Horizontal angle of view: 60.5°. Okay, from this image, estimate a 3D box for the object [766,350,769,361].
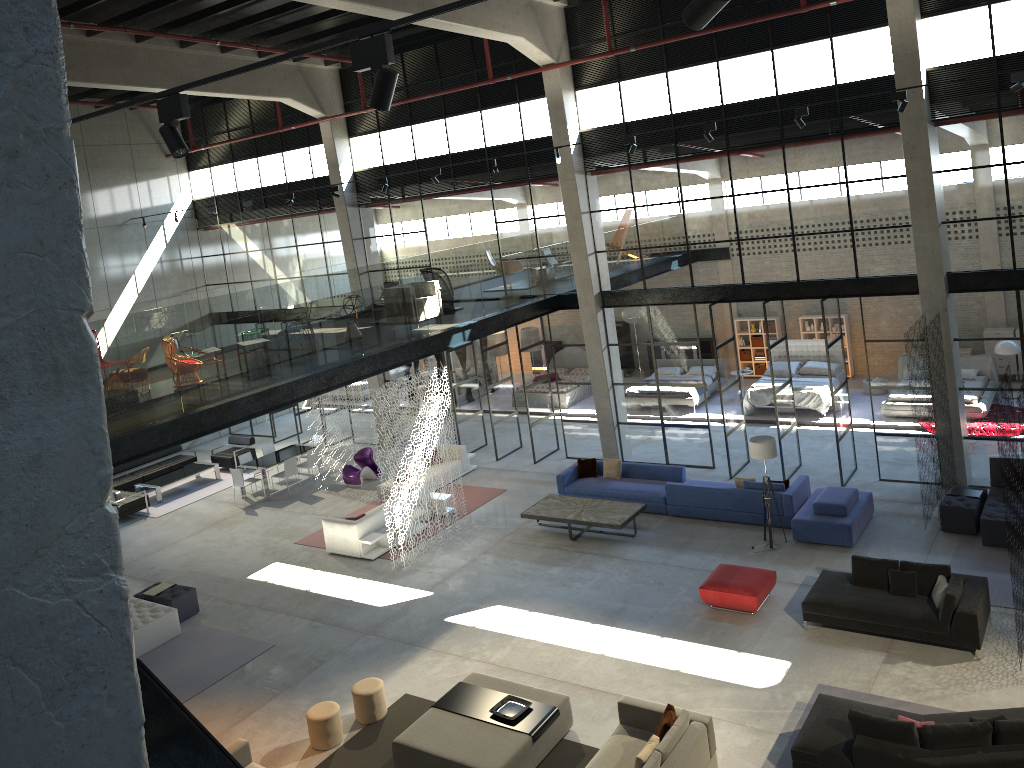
[{"bbox_3d":[7.493,-0.835,25.081,0.322,0.294,0.330,-2,10,35],"label":"object"}]

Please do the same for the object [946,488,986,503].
[{"bbox_3d":[7.331,1.798,14.181,0.517,0.098,0.306,2,15,40],"label":"object"}]

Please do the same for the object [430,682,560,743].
[{"bbox_3d":[-0.213,3.746,10.093,1.468,0.086,0.547,1,15,35],"label":"object"}]

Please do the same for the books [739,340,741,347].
[{"bbox_3d":[6.678,-1.197,25.600,0.017,0.195,0.146,-5,7,35],"label":"books"}]

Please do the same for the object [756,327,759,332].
[{"bbox_3d":[7.078,-1.574,25.334,0.185,0.130,0.188,-8,9,-1],"label":"object"}]

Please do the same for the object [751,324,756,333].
[{"bbox_3d":[6.939,-1.594,25.238,0.153,0.245,0.157,-5,7,27],"label":"object"}]

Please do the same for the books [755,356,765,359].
[{"bbox_3d":[7.194,-0.782,25.339,0.281,0.054,0.235,1,14,35],"label":"books"}]

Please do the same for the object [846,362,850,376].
[{"bbox_3d":[9.103,-0.414,24.040,0.322,0.294,0.330,-2,10,35],"label":"object"}]

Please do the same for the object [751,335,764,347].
[{"bbox_3d":[7.121,-1.241,25.276,0.322,0.294,0.330,-2,10,35],"label":"object"}]

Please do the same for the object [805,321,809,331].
[{"bbox_3d":[8.231,-1.619,24.490,0.095,0.259,0.095,-8,5,-4],"label":"object"}]

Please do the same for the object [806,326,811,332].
[{"bbox_3d":[8.229,-1.535,24.360,0.112,0.155,0.109,-14,9,-43],"label":"object"}]

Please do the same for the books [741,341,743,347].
[{"bbox_3d":[6.717,-1.228,25.567,0.033,0.259,0.178,-5,7,35],"label":"books"}]

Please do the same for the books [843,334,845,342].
[{"bbox_3d":[9.057,-1.211,23.926,0.027,0.285,0.258,-5,8,35],"label":"books"}]

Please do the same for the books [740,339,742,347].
[{"bbox_3d":[6.705,-1.207,25.580,0.030,0.213,0.179,-5,8,35],"label":"books"}]

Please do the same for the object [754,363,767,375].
[{"bbox_3d":[7.227,-0.434,25.336,0.322,0.294,0.330,-2,10,35],"label":"object"}]

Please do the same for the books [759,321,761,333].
[{"bbox_3d":[7.163,-1.654,25.219,0.087,0.316,0.257,-5,8,35],"label":"books"}]

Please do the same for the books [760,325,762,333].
[{"bbox_3d":[7.190,-1.654,25.200,0.087,0.316,0.257,-5,8,35],"label":"books"}]

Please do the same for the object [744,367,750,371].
[{"bbox_3d":[6.167,-0.385,23.041,0.168,0.089,0.171,-8,10,-3],"label":"object"}]

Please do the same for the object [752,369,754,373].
[{"bbox_3d":[7.060,-0.377,25.593,0.118,0.116,0.118,-11,9,-23],"label":"object"}]

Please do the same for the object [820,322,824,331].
[{"bbox_3d":[8.589,-1.585,24.148,0.166,0.248,0.167,-9,7,-9],"label":"object"}]

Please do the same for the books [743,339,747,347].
[{"bbox_3d":[6.781,-1.202,25.537,0.074,0.202,0.162,-4,8,35],"label":"books"}]

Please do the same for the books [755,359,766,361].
[{"bbox_3d":[7.202,-0.727,25.343,0.308,0.054,0.235,1,14,35],"label":"books"}]

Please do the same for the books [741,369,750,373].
[{"bbox_3d":[6.137,-0.349,23.055,0.228,0.042,0.307,-6,12,9],"label":"books"}]

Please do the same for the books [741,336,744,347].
[{"bbox_3d":[6.732,-1.239,25.548,0.048,0.284,0.188,-5,7,35],"label":"books"}]

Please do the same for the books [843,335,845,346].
[{"bbox_3d":[9.073,-1.202,23.906,0.022,0.272,0.258,-5,8,35],"label":"books"}]

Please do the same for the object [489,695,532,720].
[{"bbox_3d":[-0.013,3.678,9.950,0.385,0.035,0.394,2,15,38],"label":"object"}]

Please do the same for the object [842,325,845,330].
[{"bbox_3d":[9.045,-1.546,23.941,0.144,0.136,0.142,-14,10,-36],"label":"object"}]

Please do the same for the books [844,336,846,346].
[{"bbox_3d":[9.099,-1.197,23.906,0.018,0.254,0.258,-5,8,35],"label":"books"}]

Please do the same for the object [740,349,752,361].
[{"bbox_3d":[6.849,-0.840,25.534,0.322,0.294,0.330,-2,10,35],"label":"object"}]

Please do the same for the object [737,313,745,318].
[{"bbox_3d":[6.682,-2.008,25.636,0.232,0.149,0.054,-1,8,33],"label":"object"}]

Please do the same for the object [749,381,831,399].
[{"bbox_3d":[6.789,0.283,21.384,2.274,0.651,0.665,1,12,38],"label":"object"}]

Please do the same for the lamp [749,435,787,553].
[{"bbox_3d":[4.098,1.777,14.147,0.427,1.724,0.680,-5,6,33],"label":"lamp"}]

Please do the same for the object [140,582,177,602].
[{"bbox_3d":[-5.918,3.483,14.719,0.299,0.098,0.529,-1,13,30],"label":"object"}]

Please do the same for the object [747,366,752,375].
[{"bbox_3d":[6.911,-0.405,25.536,0.140,0.233,0.140,-10,6,-18],"label":"object"}]

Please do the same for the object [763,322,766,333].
[{"bbox_3d":[7.392,-1.631,25.020,0.322,0.294,0.330,-2,10,35],"label":"object"}]

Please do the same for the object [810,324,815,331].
[{"bbox_3d":[8.341,-1.572,24.357,0.101,0.201,0.100,-11,6,-26],"label":"object"}]

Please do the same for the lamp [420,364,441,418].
[{"bbox_3d":[-1.797,0.116,18.489,0.438,1.089,0.447,-3,7,44],"label":"lamp"}]

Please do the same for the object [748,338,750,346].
[{"bbox_3d":[6.906,-1.216,25.468,0.082,0.226,0.081,-10,5,-23],"label":"object"}]

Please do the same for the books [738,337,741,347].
[{"bbox_3d":[6.659,-1.230,25.608,0.019,0.258,0.178,-5,7,35],"label":"books"}]

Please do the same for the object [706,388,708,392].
[{"bbox_3d":[4.076,0.153,23.312,2.104,0.244,0.734,1,14,35],"label":"object"}]

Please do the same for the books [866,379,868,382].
[{"bbox_3d":[8.971,-0.093,22.037,0.134,0.020,0.197,1,14,35],"label":"books"}]
